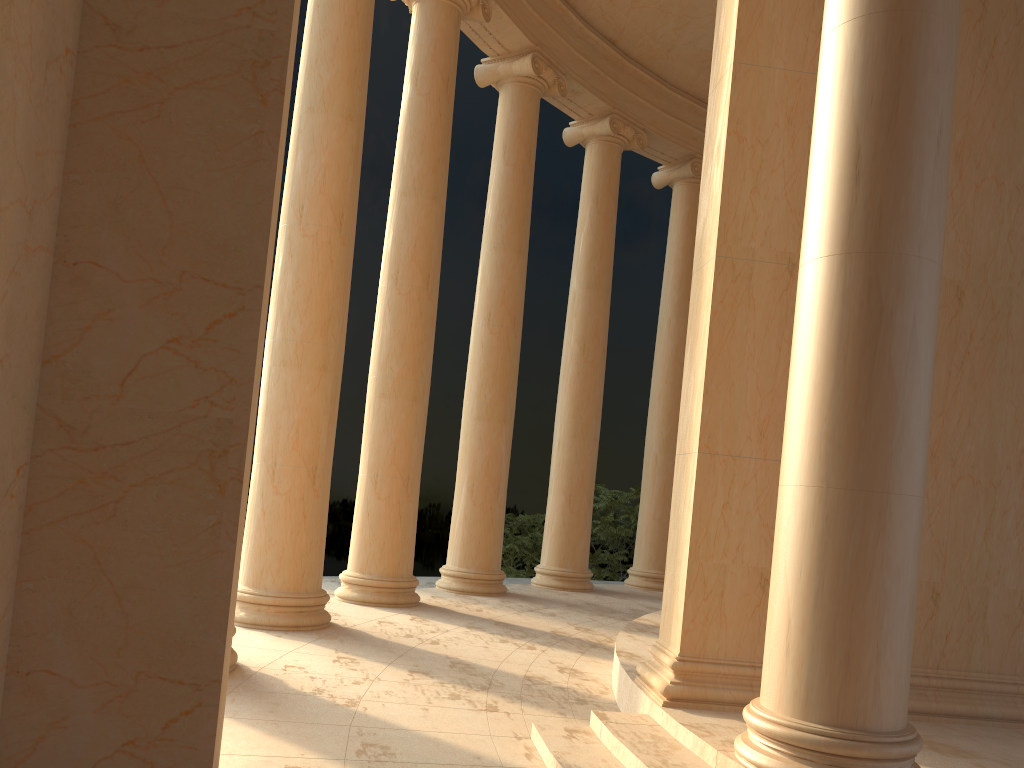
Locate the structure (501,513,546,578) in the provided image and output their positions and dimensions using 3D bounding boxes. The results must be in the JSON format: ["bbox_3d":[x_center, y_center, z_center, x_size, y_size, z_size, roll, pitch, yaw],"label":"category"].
[{"bbox_3d":[0.828,311.732,1517.008,149.071,187.717,156.445,5,-4,7],"label":"structure"}]

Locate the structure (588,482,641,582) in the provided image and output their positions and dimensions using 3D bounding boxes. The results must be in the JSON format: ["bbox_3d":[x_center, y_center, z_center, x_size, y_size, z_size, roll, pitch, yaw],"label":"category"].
[{"bbox_3d":[187.996,327.928,1606.844,247.255,298.521,238.487,6,-4,-3],"label":"structure"}]
